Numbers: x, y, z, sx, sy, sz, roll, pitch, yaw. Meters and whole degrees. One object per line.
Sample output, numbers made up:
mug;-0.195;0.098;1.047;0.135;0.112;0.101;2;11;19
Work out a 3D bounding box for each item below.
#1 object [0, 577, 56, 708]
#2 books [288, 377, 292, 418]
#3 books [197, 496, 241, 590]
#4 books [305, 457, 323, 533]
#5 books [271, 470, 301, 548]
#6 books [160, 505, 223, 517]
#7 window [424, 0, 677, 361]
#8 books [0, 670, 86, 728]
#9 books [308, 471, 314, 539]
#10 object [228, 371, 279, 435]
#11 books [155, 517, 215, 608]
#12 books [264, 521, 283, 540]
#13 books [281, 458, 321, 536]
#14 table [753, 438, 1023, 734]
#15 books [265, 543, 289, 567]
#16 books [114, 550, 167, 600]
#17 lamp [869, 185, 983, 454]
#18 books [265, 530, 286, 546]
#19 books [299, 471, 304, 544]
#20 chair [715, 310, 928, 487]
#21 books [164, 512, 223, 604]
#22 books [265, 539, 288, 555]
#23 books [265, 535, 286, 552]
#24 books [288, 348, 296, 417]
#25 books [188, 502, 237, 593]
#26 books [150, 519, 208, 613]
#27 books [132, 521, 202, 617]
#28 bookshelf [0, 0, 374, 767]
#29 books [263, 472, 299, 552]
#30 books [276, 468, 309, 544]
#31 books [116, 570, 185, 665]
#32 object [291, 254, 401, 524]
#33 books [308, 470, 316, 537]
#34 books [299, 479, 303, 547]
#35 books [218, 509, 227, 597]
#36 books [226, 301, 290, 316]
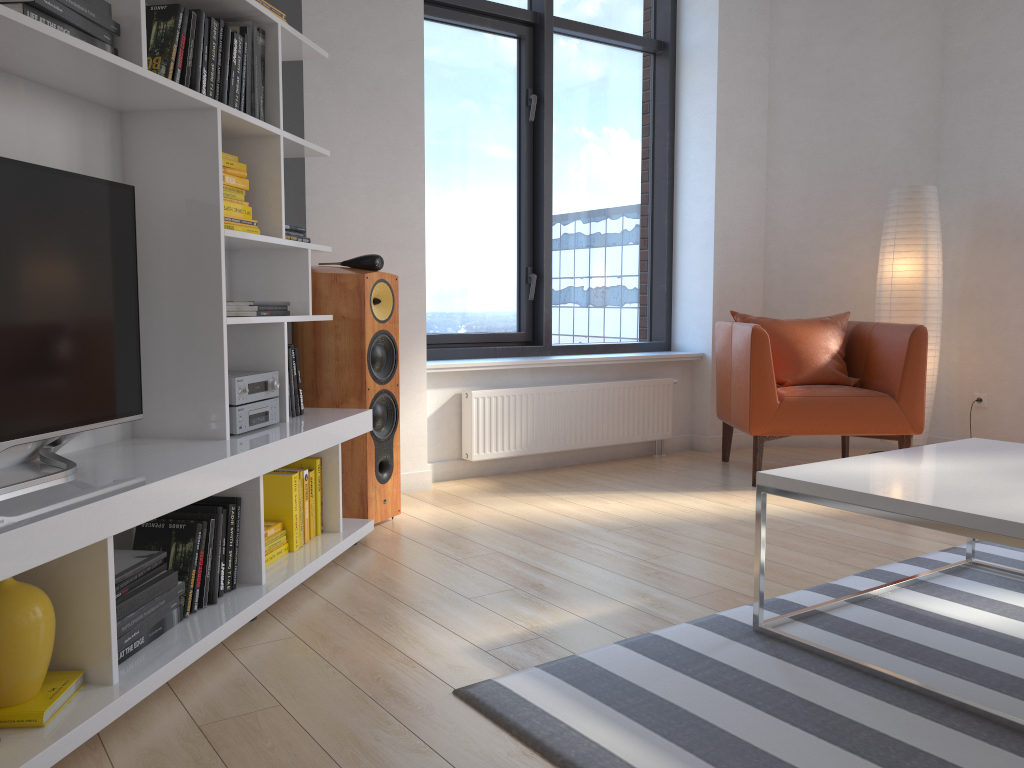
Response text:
object;-1.007;0.494;1.756;0.185;0.257;0.185;-1;5;-12
books;-0.849;0.001;3.049;0.170;0.236;0.049;1;5;11
books;-0.881;0.453;2.550;0.197;0.260;0.066;1;5;10
books;-0.779;0.393;3.164;0.213;0.270;0.025;1;5;10
books;-0.804;0.416;2.964;0.199;0.263;0.015;1;5;10
books;-0.900;0.465;2.455;0.192;0.254;0.075;1;5;10
window;0.156;-1.361;5.024;1.960;2.402;0.170;-3;6;-34
books;-1.037;0.635;1.783;0.270;0.029;0.204;0;5;-4
books;-0.776;0.418;3.082;0.172;0.234;0.024;1;5;10
object;-0.905;0.054;2.770;0.270;0.174;0.285;1;5;10
books;-0.897;0.480;2.397;0.169;0.233;0.081;1;5;10
books;-0.834;0.470;2.819;0.138;0.026;0.186;1;5;10
books;-0.775;0.396;3.136;0.204;0.270;0.029;1;5;10
table;1.406;0.462;2.233;1.091;0.435;1.091;-3;6;-34
books;-0.821;0.542;2.825;0.147;0.033;0.190;1;5;10
books;-1.011;0.459;2.111;0.250;0.047;0.310;1;5;6
lamp;2.459;-0.324;4.949;0.804;1.550;0.502;1;5;16
books;-0.821;0.490;2.822;0.134;0.014;0.187;1;5;10
books;-0.794;0.417;3.003;0.180;0.251;0.019;1;5;10
chair;1.565;0.042;4.706;0.896;0.858;0.843;0;5;-2
books;-0.878;0.474;2.428;0.172;0.242;0.069;1;5;11
books;-0.825;0.519;2.824;0.148;0.011;0.196;1;5;11
books;-0.807;0.507;2.814;0.113;0.018;0.169;1;5;12
books;-0.838;-0.005;3.069;0.169;0.242;0.050;1;5;10
books;-0.887;0.461;2.517;0.191;0.249;0.084;1;5;10
books;-0.916;0.483;2.369;0.187;0.234;0.096;1;5;11
books;-0.918;0.485;2.335;0.182;0.234;0.104;1;5;11
bookshelf;-1.020;-0.305;1.845;0.455;2.052;3.000;1;5;10
books;-0.808;0.420;2.934;0.198;0.255;0.044;1;5;10
books;-0.787;0.415;3.029;0.185;0.250;0.035;1;5;10
books;-0.989;0.551;2.121;0.277;0.137;0.343;1;5;6
object;-0.705;0.023;3.616;0.434;1.088;0.290;2;6;25
books;-0.775;0.416;3.108;0.172;0.234;0.024;1;5;10
books;-0.780;0.432;2.980;0.156;0.229;0.024;1;5;10
books;-0.889;0.469;2.481;0.179;0.243;0.068;1;5;9
books;-0.901;-0.248;2.917;0.250;0.047;0.310;1;5;6
